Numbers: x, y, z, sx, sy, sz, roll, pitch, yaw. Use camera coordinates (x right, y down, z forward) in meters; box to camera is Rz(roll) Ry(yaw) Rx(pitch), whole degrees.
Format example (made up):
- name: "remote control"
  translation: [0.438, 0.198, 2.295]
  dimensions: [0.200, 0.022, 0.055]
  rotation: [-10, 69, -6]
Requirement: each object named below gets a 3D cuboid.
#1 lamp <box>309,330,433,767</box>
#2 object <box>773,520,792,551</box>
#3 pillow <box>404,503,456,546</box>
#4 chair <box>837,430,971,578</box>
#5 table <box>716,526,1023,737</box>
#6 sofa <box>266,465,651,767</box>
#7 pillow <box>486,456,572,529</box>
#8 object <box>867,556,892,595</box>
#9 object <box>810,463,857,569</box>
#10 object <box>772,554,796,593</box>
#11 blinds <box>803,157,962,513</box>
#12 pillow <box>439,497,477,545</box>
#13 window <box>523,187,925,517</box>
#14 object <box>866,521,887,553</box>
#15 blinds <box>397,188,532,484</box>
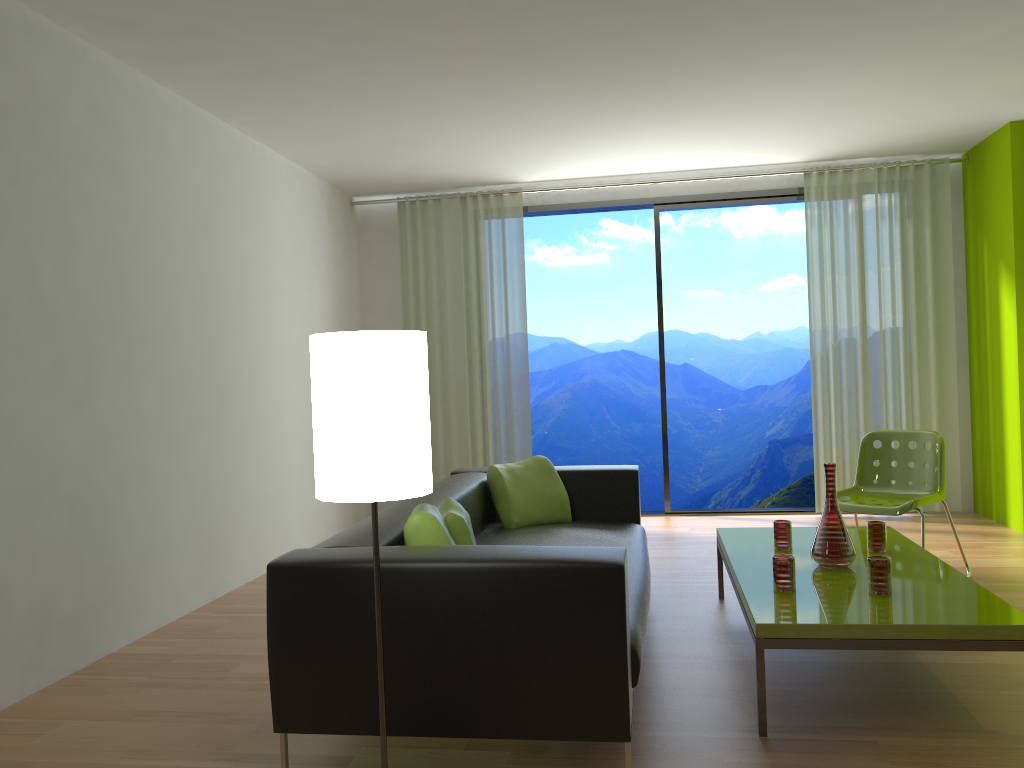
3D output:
- name: "lamp"
  translation: [-0.329, 0.498, 2.183]
  dimensions: [0.302, 1.244, 0.295]
  rotation: [-2, 0, 9]
- name: "object"
  translation: [1.158, 0.648, 3.793]
  dimensions: [0.076, 0.122, 0.075]
  rotation: [-2, 1, 44]
- name: "pillow"
  translation: [-0.243, 0.590, 2.921]
  dimensions: [0.210, 0.403, 0.457]
  rotation: [-2, 0, -5]
- name: "chair"
  translation: [1.968, 0.637, 4.653]
  dimensions: [0.546, 0.759, 0.640]
  rotation: [-3, 1, -43]
- name: "table"
  translation: [1.278, 0.877, 3.466]
  dimensions: [0.810, 0.349, 1.682]
  rotation: [-2, 0, 9]
- name: "sofa"
  translation: [0.038, 0.780, 3.679]
  dimensions: [1.061, 0.639, 2.583]
  rotation: [-2, 0, 9]
- name: "pillow"
  translation: [0.073, 0.562, 4.552]
  dimensions: [0.399, 0.362, 0.269]
  rotation: [-2, 0, -32]
- name: "object"
  translation: [1.245, 0.650, 3.005]
  dimensions: [0.076, 0.122, 0.075]
  rotation: [-2, 0, -25]
- name: "object"
  translation: [1.234, 0.506, 3.424]
  dimensions: [0.168, 0.400, 0.168]
  rotation: [-2, 0, -5]
- name: "object"
  translation: [0.948, 0.661, 3.090]
  dimensions: [0.076, 0.122, 0.075]
  rotation: [-2, 1, 44]
- name: "blinds"
  translation: [2.712, -0.340, 6.523]
  dimensions: [1.012, 2.568, 0.067]
  rotation: [-2, 0, 9]
- name: "pillow"
  translation: [-0.194, 0.600, 3.311]
  dimensions: [0.164, 0.317, 0.380]
  rotation: [-2, 0, -7]
- name: "window"
  translation: [1.398, -0.210, 6.960]
  dimensions: [3.336, 2.498, 0.219]
  rotation: [-2, 0, 9]
- name: "object"
  translation: [1.514, 0.635, 3.681]
  dimensions: [0.076, 0.122, 0.075]
  rotation: [-2, 1, 44]
- name: "blinds"
  translation: [-0.367, -0.226, 7.014]
  dimensions: [1.012, 2.568, 0.067]
  rotation: [-2, 0, 9]
